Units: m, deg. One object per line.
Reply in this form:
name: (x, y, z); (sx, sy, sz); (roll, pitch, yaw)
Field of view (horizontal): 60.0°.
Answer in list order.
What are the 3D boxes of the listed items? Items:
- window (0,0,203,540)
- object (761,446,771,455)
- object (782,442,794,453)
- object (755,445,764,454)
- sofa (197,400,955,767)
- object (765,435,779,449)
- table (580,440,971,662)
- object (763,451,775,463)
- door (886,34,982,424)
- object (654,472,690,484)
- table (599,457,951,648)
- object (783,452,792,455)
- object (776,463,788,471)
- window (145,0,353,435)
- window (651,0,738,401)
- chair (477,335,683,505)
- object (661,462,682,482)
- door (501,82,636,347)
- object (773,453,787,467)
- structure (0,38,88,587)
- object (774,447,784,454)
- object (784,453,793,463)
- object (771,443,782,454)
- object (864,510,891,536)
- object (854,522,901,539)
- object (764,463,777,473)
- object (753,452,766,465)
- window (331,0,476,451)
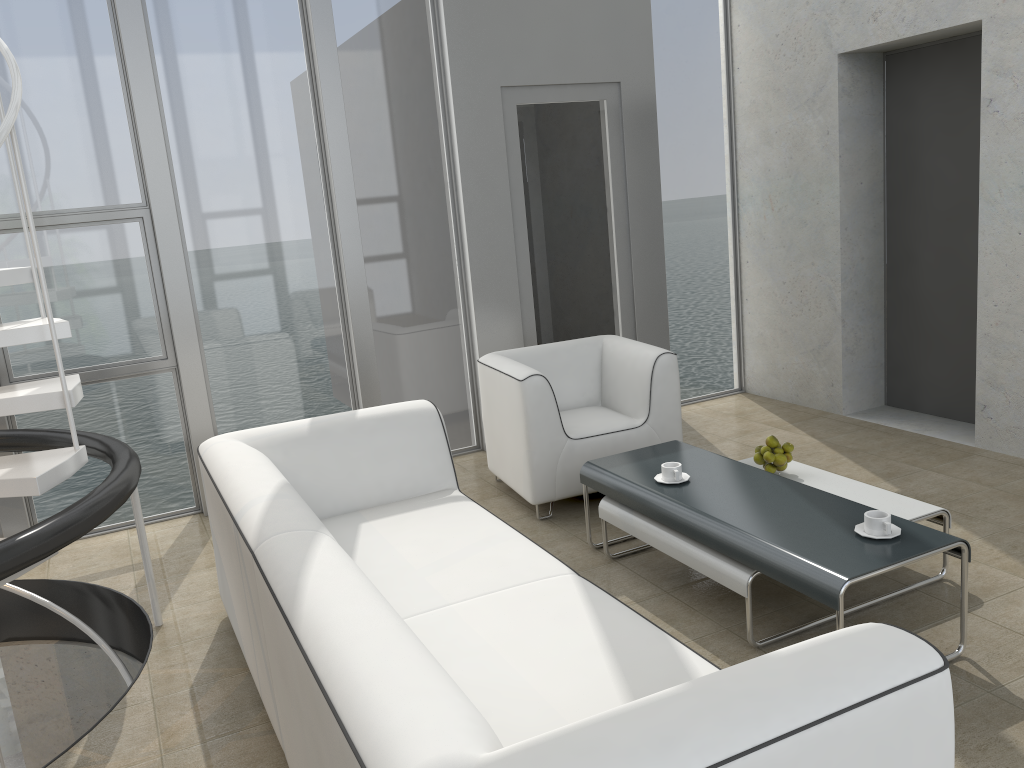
window: (-2.280, -2.024, 3.997); (0.800, 5.700, 0.050); (-11, 13, -24)
object: (1.039, 0.275, 3.630); (0.044, 0.043, 0.040); (-7, 12, -10)
object: (1.129, 0.261, 3.628); (0.047, 0.045, 0.047); (-11, 13, -23)
object: (1.039, 0.281, 3.690); (0.054, 0.048, 0.055); (-13, 14, -30)
sofa: (-0.207, 0.620, 2.497); (0.971, 0.638, 2.601); (-11, 13, -24)
object: (1.070, 0.238, 3.645); (0.055, 0.056, 0.055); (-11, 13, -24)
table: (0.839, 0.579, 3.200); (0.532, 0.390, 1.420); (-11, 13, -24)
object: (1.042, 0.296, 3.590); (0.047, 0.048, 0.047); (1, 14, 27)
door: (2.450, -0.816, 4.947); (0.040, 2.080, 0.864); (-11, 13, -24)
object: (0.607, 0.359, 3.361); (0.130, 0.014, 0.136); (-7, 12, -9)
table: (0.970, 0.581, 3.404); (0.929, 0.276, 0.901); (-11, 13, -24)
object: (1.130, 0.289, 3.661); (0.047, 0.045, 0.047); (-10, 13, -20)
object: (1.105, 0.331, 3.657); (0.059, 0.056, 0.061); (-1, 13, 20)
window: (-1.466, -2.183, 4.381); (0.742, 5.653, 0.010); (-11, 13, -24)
window: (1.195, -1.205, 5.831); (0.605, 2.646, 0.010); (-11, 13, -24)
chair: (0.330, 0.141, 4.501); (0.829, 0.635, 0.720); (-10, 13, -19)
object: (0.602, 0.335, 3.349); (0.075, 0.057, 0.090); (0, 13, 23)
door: (0.377, -0.733, 5.420); (0.804, 2.102, 0.030); (-11, 13, -24)
object: (1.086, 0.307, 3.601); (0.058, 0.058, 0.058); (2, 14, 32)
structure: (-2.793, 1.256, 0.420); (4.916, 6.900, 6.700); (-11, 13, -24)
object: (1.091, 0.277, 3.629); (0.040, 0.038, 0.040); (3, 15, 36)
object: (1.124, 0.301, 3.619); (0.039, 0.040, 0.040); (-13, 14, -32)
object: (1.092, 0.265, 3.683); (0.055, 0.054, 0.050); (3, 15, 34)
object: (1.112, 0.426, 2.697); (0.075, 0.057, 0.090); (0, 13, 23)
object: (1.117, 0.450, 2.710); (0.130, 0.014, 0.136); (-7, 12, -9)
object: (1.058, 0.346, 3.631); (0.048, 0.048, 0.048); (-8, 12, -13)
object: (1.022, 0.307, 3.651); (0.053, 0.055, 0.054); (1, 14, 29)
window: (-0.591, -0.864, 5.026); (0.556, 2.646, 0.010); (-11, 13, -24)
